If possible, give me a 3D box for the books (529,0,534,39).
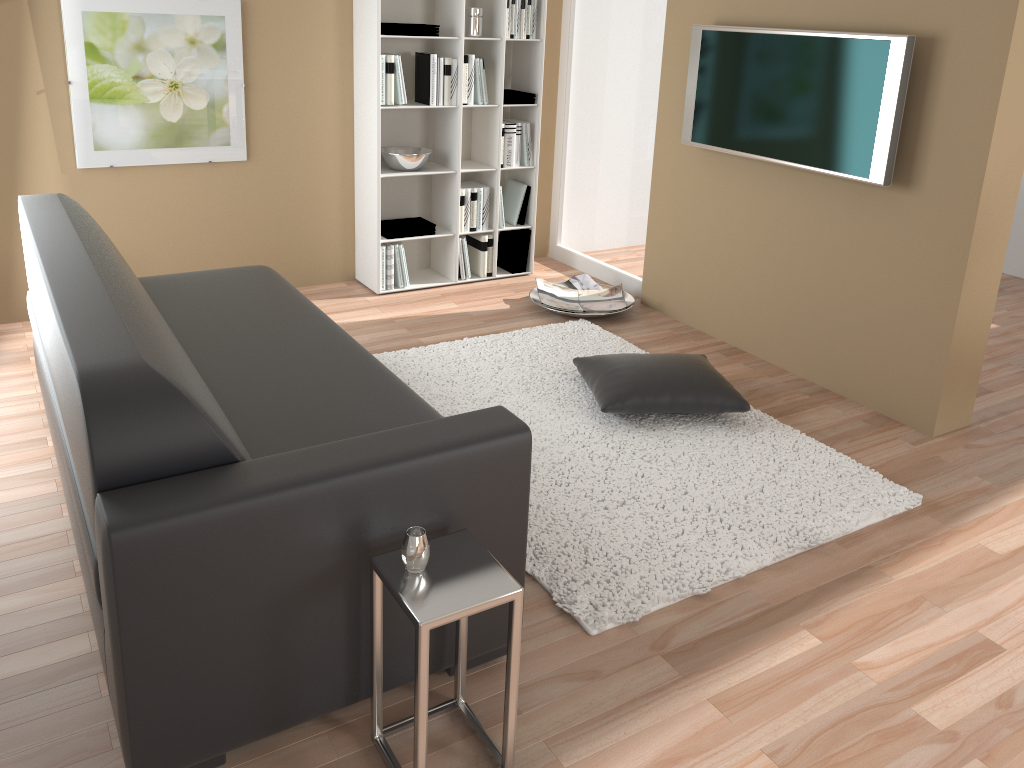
[{"bbox_3d":[0.064,-2.131,5.085,0.021,0.249,0.214,-8,22,-30],"label":"books"}]

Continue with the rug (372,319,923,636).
[{"bbox_3d":[0.297,0.164,3.459,1.461,0.044,2.087,-11,26,-29],"label":"rug"}]

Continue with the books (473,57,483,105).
[{"bbox_3d":[-0.235,-1.739,5.038,0.060,0.251,0.214,-8,22,-30],"label":"books"}]

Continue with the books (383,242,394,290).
[{"bbox_3d":[-0.732,-0.693,5.038,0.040,0.249,0.214,-8,22,-30],"label":"books"}]

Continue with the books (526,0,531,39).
[{"bbox_3d":[0.047,-2.127,5.073,0.021,0.249,0.214,-8,22,-30],"label":"books"}]

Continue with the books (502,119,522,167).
[{"bbox_3d":[-0.013,-1.448,5.280,0.040,0.249,0.214,-8,22,-30],"label":"books"}]

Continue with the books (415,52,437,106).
[{"bbox_3d":[-0.476,-1.694,4.883,0.040,0.266,0.214,-8,22,-29],"label":"books"}]

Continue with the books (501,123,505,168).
[{"bbox_3d":[-0.113,-1.423,5.210,0.040,0.249,0.214,-8,22,-30],"label":"books"}]

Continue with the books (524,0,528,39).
[{"bbox_3d":[0.027,-2.124,5.065,0.021,0.249,0.214,-8,22,-30],"label":"books"}]

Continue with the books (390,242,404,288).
[{"bbox_3d":[-0.690,-0.704,5.065,0.060,0.251,0.214,-8,22,-30],"label":"books"}]

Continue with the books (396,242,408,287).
[{"bbox_3d":[-0.665,-0.705,5.075,0.058,0.249,0.214,-8,22,-30],"label":"books"}]

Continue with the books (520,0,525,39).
[{"bbox_3d":[0.013,-2.118,5.048,0.021,0.249,0.214,-8,22,-30],"label":"books"}]

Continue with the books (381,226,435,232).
[{"bbox_3d":[-0.622,-0.917,5.072,0.300,0.007,0.217,-11,27,-30],"label":"books"}]

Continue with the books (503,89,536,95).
[{"bbox_3d":[-0.027,-1.729,5.211,0.212,0.006,0.306,-11,26,-29],"label":"books"}]

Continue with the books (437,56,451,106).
[{"bbox_3d":[-0.403,-1.699,4.923,0.040,0.249,0.214,-8,22,-30],"label":"books"}]

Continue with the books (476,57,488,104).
[{"bbox_3d":[-0.204,-1.751,5.069,0.058,0.249,0.214,-8,22,-30],"label":"books"}]

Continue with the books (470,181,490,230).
[{"bbox_3d":[-0.202,-1.068,5.270,0.040,0.249,0.214,-8,22,-30],"label":"books"}]

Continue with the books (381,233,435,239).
[{"bbox_3d":[-0.622,-0.880,5.080,0.300,0.006,0.217,-11,27,-30],"label":"books"}]

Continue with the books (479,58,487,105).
[{"bbox_3d":[-0.211,-1.741,5.048,0.058,0.249,0.214,-8,22,-30],"label":"books"}]

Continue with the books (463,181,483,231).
[{"bbox_3d":[-0.239,-1.061,5.249,0.040,0.249,0.214,-8,22,-29],"label":"books"}]

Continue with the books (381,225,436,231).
[{"bbox_3d":[-0.616,-0.921,5.068,0.300,0.007,0.217,-11,27,-30],"label":"books"}]

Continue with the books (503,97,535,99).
[{"bbox_3d":[-0.032,-1.711,5.220,0.212,0.006,0.306,-10,26,-28],"label":"books"}]

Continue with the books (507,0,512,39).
[{"bbox_3d":[-0.064,-2.105,5.010,0.021,0.249,0.214,-8,22,-30],"label":"books"}]

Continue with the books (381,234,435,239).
[{"bbox_3d":[-0.622,-0.874,5.080,0.300,0.007,0.217,-11,27,-30],"label":"books"}]

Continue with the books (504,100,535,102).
[{"bbox_3d":[-0.032,-1.696,5.227,0.212,0.006,0.306,-12,27,-31],"label":"books"}]

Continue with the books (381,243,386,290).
[{"bbox_3d":[-0.775,-0.686,5.019,0.040,0.249,0.214,-8,22,-29],"label":"books"}]

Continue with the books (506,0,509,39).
[{"bbox_3d":[-0.078,-2.099,4.994,0.021,0.249,0.214,-8,22,-30],"label":"books"}]

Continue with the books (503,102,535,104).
[{"bbox_3d":[-0.031,-1.685,5.229,0.212,0.006,0.306,-11,26,-29],"label":"books"}]

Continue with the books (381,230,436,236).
[{"bbox_3d":[-0.620,-0.896,5.076,0.300,0.006,0.217,-11,27,-30],"label":"books"}]

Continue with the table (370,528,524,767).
[{"bbox_3d":[-0.145,0.597,1.851,0.229,0.453,0.245,-9,22,-30],"label":"table"}]

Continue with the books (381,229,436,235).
[{"bbox_3d":[-0.620,-0.900,5.074,0.300,0.006,0.217,-11,27,-30],"label":"books"}]

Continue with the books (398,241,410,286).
[{"bbox_3d":[-0.659,-0.716,5.096,0.058,0.249,0.214,-8,22,-30],"label":"books"}]

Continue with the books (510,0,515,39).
[{"bbox_3d":[-0.045,-2.108,5.019,0.021,0.249,0.214,-8,22,-30],"label":"books"}]

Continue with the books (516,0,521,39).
[{"bbox_3d":[-0.009,-2.116,5.042,0.021,0.249,0.214,-8,22,-30],"label":"books"}]

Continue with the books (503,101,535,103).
[{"bbox_3d":[-0.031,-1.690,5.227,0.212,0.006,0.306,-11,26,-29],"label":"books"}]

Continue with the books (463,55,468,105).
[{"bbox_3d":[-0.318,-1.730,4.989,0.054,0.263,0.214,-8,22,-30],"label":"books"}]

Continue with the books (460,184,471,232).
[{"bbox_3d":[-0.310,-1.047,5.208,0.040,0.249,0.214,-8,22,-30],"label":"books"}]

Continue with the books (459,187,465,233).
[{"bbox_3d":[-0.342,-1.037,5.181,0.040,0.249,0.214,-8,22,-30],"label":"books"}]

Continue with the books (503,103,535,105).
[{"bbox_3d":[-0.033,-1.680,5.231,0.212,0.007,0.306,-11,26,-29],"label":"books"}]

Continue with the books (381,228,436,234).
[{"bbox_3d":[-0.620,-0.905,5.070,0.299,0.006,0.217,-11,26,-29],"label":"books"}]

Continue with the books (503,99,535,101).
[{"bbox_3d":[-0.030,-1.700,5.223,0.212,0.006,0.306,-11,26,-29],"label":"books"}]

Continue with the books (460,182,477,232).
[{"bbox_3d":[-0.273,-1.053,5.227,0.040,0.249,0.214,-8,22,-30],"label":"books"}]

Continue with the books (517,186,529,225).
[{"bbox_3d":[0.026,-1.120,5.438,0.043,0.230,0.217,-8,22,-29],"label":"books"}]

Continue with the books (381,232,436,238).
[{"bbox_3d":[-0.622,-0.885,5.078,0.300,0.006,0.217,-11,27,-30],"label":"books"}]

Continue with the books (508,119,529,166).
[{"bbox_3d":[0.034,-1.455,5.303,0.060,0.251,0.214,-8,22,-29],"label":"books"}]

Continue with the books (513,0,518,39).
[{"bbox_3d":[-0.027,-2.112,5.031,0.021,0.249,0.214,-8,22,-30],"label":"books"}]

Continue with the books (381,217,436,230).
[{"bbox_3d":[-0.616,-0.926,5.068,0.300,0.006,0.217,-11,27,-30],"label":"books"}]

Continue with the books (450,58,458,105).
[{"bbox_3d":[-0.371,-1.706,4.951,0.040,0.243,0.214,-8,22,-30],"label":"books"}]

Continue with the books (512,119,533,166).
[{"bbox_3d":[0.056,-1.460,5.315,0.060,0.251,0.214,-8,22,-30],"label":"books"}]

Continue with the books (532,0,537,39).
[{"bbox_3d":[0.082,-2.135,5.096,0.021,0.249,0.214,-8,22,-30],"label":"books"}]

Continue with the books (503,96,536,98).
[{"bbox_3d":[-0.027,-1.716,5.221,0.212,0.007,0.306,-11,26,-29],"label":"books"}]

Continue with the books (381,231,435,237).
[{"bbox_3d":[-0.623,-0.890,5.075,0.300,0.006,0.216,-12,27,-31],"label":"books"}]

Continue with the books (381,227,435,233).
[{"bbox_3d":[-0.622,-0.912,5.073,0.300,0.007,0.217,-11,27,-30],"label":"books"}]

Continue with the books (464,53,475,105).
[{"bbox_3d":[-0.278,-1.740,5.014,0.040,0.266,0.214,-8,22,-30],"label":"books"}]

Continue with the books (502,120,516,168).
[{"bbox_3d":[-0.058,-1.432,5.238,0.077,0.249,0.214,-8,22,-29],"label":"books"}]
